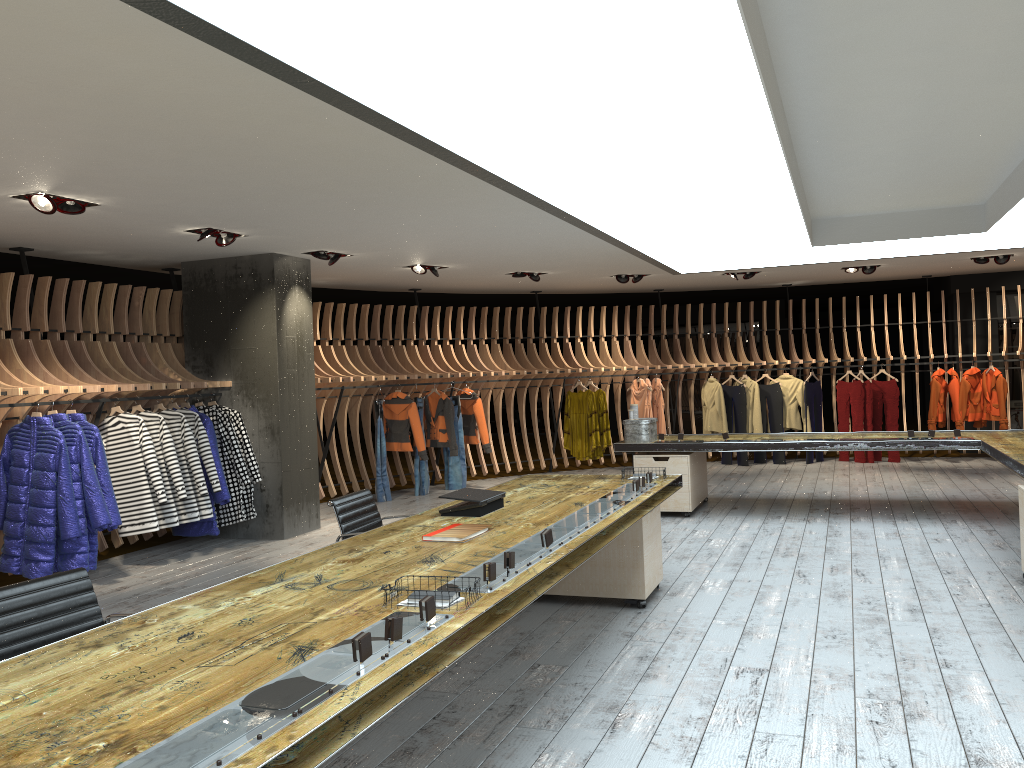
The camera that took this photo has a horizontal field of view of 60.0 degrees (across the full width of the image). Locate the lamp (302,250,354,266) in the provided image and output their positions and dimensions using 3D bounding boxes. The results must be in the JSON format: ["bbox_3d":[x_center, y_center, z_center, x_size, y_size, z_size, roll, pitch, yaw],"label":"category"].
[{"bbox_3d":[-1.836,-1.330,8.831,0.269,0.292,0.493,-2,0,27],"label":"lamp"}]

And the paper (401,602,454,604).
[{"bbox_3d":[-0.269,0.731,3.001,0.176,0.004,0.130,-2,1,25],"label":"paper"}]

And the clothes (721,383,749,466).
[{"bbox_3d":[3.362,0.665,13.445,0.087,1.353,0.539,-2,0,-35],"label":"clothes"}]

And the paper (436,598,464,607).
[{"bbox_3d":[-0.269,0.733,3.001,0.176,0.004,0.130,-2,1,29],"label":"paper"}]

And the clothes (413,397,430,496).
[{"bbox_3d":[-1.209,0.876,11.495,0.200,1.422,0.309,-2,0,13],"label":"clothes"}]

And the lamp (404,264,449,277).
[{"bbox_3d":[-0.989,-1.376,10.172,0.269,0.296,0.493,-2,0,40],"label":"lamp"}]

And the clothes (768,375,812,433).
[{"bbox_3d":[4.161,0.305,13.410,0.704,0.890,0.250,-2,0,41],"label":"clothes"}]

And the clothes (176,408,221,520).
[{"bbox_3d":[-2.963,0.746,8.098,0.752,1.062,0.128,-2,0,19],"label":"clothes"}]

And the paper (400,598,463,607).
[{"bbox_3d":[-0.269,0.732,3.001,0.176,0.004,0.130,-2,1,27],"label":"paper"}]

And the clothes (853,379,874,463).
[{"bbox_3d":[5.230,0.598,13.210,0.093,1.338,0.551,-2,0,-9],"label":"clothes"}]

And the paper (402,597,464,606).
[{"bbox_3d":[-0.269,0.731,3.001,0.176,0.004,0.130,-2,1,27],"label":"paper"}]

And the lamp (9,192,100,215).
[{"bbox_3d":[-3.016,-1.254,5.871,0.269,0.286,0.493,-2,0,21],"label":"lamp"}]

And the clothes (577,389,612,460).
[{"bbox_3d":[1.178,0.590,13.035,0.168,1.045,0.664,-2,0,-38],"label":"clothes"}]

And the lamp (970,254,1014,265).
[{"bbox_3d":[6.197,-1.675,11.451,0.492,0.298,0.269,-2,0,29],"label":"lamp"}]

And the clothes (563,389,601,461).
[{"bbox_3d":[1.010,0.598,12.962,0.168,1.045,0.664,-2,0,-38],"label":"clothes"}]

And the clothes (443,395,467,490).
[{"bbox_3d":[-0.781,0.855,11.908,0.309,1.422,0.200,-2,0,-7],"label":"clothes"}]

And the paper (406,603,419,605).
[{"bbox_3d":[-0.269,0.732,3.001,0.176,0.004,0.130,-2,1,25],"label":"paper"}]

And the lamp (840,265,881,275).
[{"bbox_3d":[4.738,-1.625,12.058,0.492,0.296,0.269,-2,0,14],"label":"lamp"}]

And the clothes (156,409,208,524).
[{"bbox_3d":[-3.026,0.750,7.931,0.752,1.062,0.128,-2,0,19],"label":"clothes"}]

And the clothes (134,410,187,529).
[{"bbox_3d":[-3.119,0.757,7.685,0.752,1.062,0.128,-2,0,19],"label":"clothes"}]

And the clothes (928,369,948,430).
[{"bbox_3d":[6.176,0.217,12.844,0.200,0.881,0.839,-2,0,36],"label":"clothes"}]

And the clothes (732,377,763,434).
[{"bbox_3d":[3.564,0.331,13.462,0.250,0.890,0.704,-2,0,-29],"label":"clothes"}]

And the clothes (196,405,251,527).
[{"bbox_3d":[-2.817,0.792,8.432,0.807,1.187,0.192,-2,0,21],"label":"clothes"}]

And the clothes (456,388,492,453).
[{"bbox_3d":[-0.599,0.492,12.090,0.201,0.881,0.839,-2,0,-39],"label":"clothes"}]

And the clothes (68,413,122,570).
[{"bbox_3d":[-3.523,0.849,7.052,0.885,1.239,0.245,-2,0,17],"label":"clothes"}]

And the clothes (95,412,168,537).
[{"bbox_3d":[-3.202,0.762,7.465,0.752,1.062,0.128,-2,0,19],"label":"clothes"}]

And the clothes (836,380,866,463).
[{"bbox_3d":[5.070,0.604,13.255,0.093,1.338,0.551,-2,0,-24],"label":"clothes"}]

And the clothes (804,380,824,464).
[{"bbox_3d":[4.553,0.615,13.367,0.539,1.353,0.087,-2,0,-45],"label":"clothes"}]

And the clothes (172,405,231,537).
[{"bbox_3d":[-3.008,0.815,8.335,0.885,1.239,0.245,-2,0,17],"label":"clothes"}]

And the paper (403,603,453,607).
[{"bbox_3d":[-0.269,0.733,3.001,0.176,0.004,0.130,-2,1,24],"label":"paper"}]

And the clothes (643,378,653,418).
[{"bbox_3d":[2.034,0.490,13.302,0.125,1.156,0.447,-2,0,-10],"label":"clothes"}]

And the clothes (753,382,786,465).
[{"bbox_3d":[3.878,0.645,13.432,0.087,1.353,0.539,-2,0,-45],"label":"clothes"}]

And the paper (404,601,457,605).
[{"bbox_3d":[-0.269,0.732,3.001,0.176,0.004,0.130,-2,1,24],"label":"paper"}]

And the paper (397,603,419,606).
[{"bbox_3d":[-0.283,0.736,3.002,0.176,0.003,0.130,-2,1,19],"label":"paper"}]

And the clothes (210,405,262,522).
[{"bbox_3d":[-2.759,0.788,8.611,0.799,1.186,0.191,-2,0,21],"label":"clothes"}]

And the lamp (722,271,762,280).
[{"bbox_3d":[3.162,-1.570,12.226,0.492,0.284,0.269,-2,0,1],"label":"lamp"}]

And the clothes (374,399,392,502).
[{"bbox_3d":[-1.612,0.897,11.058,0.200,1.422,0.309,-2,0,-2],"label":"clothes"}]

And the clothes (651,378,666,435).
[{"bbox_3d":[2.195,0.483,13.331,0.125,1.156,0.447,-2,0,-15],"label":"clothes"}]

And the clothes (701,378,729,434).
[{"bbox_3d":[3.036,0.352,13.438,0.250,0.890,0.704,-2,0,-19],"label":"clothes"}]

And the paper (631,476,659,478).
[{"bbox_3d":[0.917,0.649,6.165,0.176,0.004,0.130,-2,1,27],"label":"paper"}]

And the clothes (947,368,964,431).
[{"bbox_3d":[6.406,0.209,12.794,0.200,0.881,0.839,-2,0,26],"label":"clothes"}]

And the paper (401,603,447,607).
[{"bbox_3d":[-0.269,0.733,3.001,0.176,0.004,0.130,-2,1,23],"label":"paper"}]

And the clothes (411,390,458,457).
[{"bbox_3d":[-1.006,0.516,11.683,0.839,0.881,0.201,-2,0,41],"label":"clothes"}]

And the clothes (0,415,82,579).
[{"bbox_3d":[-3.709,0.866,6.781,0.880,1.260,0.242,-2,0,17],"label":"clothes"}]

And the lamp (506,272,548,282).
[{"bbox_3d":[0.183,-1.436,11.239,0.493,0.293,0.269,-3,0,-37],"label":"lamp"}]

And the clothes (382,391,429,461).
[{"bbox_3d":[-1.441,0.534,11.322,0.839,0.881,0.201,-2,0,36],"label":"clothes"}]

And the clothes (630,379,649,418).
[{"bbox_3d":[1.920,0.495,13.274,0.125,1.156,0.447,-2,0,-35],"label":"clothes"}]

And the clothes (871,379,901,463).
[{"bbox_3d":[5.506,0.588,13.123,0.093,1.338,0.551,-2,0,-29],"label":"clothes"}]

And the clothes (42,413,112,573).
[{"bbox_3d":[-3.512,0.849,6.857,0.883,1.246,0.249,-2,0,17],"label":"clothes"}]

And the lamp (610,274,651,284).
[{"bbox_3d":[1.596,-1.498,11.964,0.493,0.297,0.269,-2,0,-19],"label":"lamp"}]

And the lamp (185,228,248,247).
[{"bbox_3d":[-2.453,-1.289,7.363,0.269,0.292,0.493,-2,0,21],"label":"lamp"}]
